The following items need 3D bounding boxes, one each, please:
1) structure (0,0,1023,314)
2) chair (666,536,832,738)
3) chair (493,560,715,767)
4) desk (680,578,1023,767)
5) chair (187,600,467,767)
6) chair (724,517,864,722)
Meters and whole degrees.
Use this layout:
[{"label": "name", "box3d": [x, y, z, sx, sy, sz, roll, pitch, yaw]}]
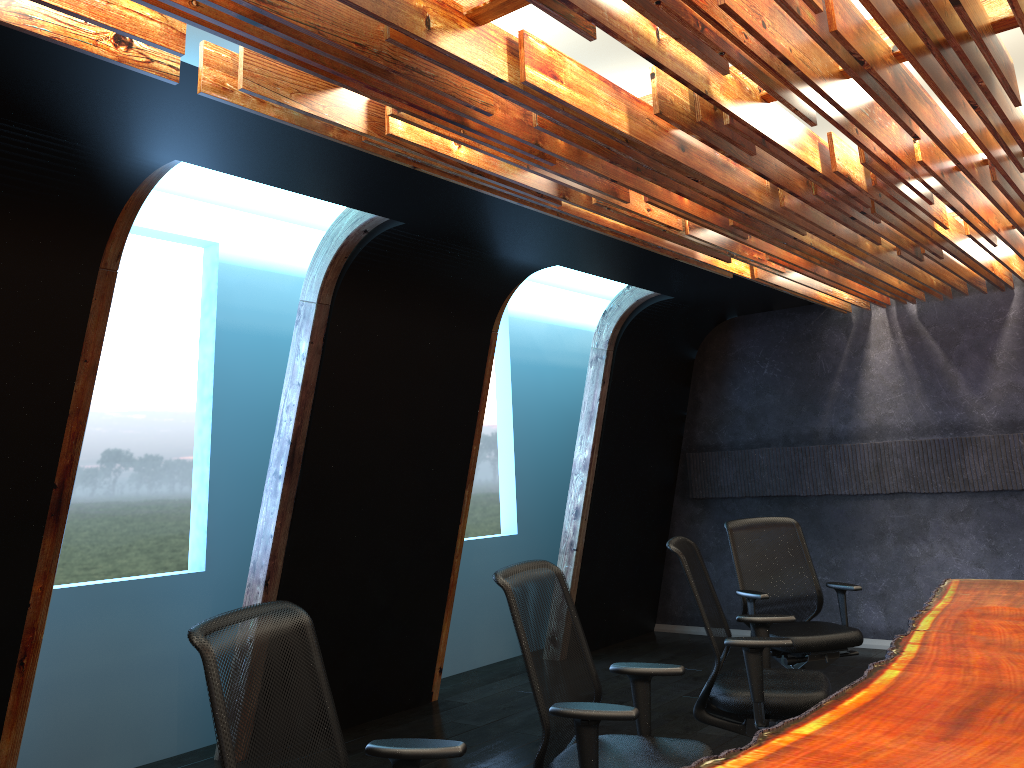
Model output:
[{"label": "structure", "box3d": [1.317, 0.076, 2.206, 4.466, 3.066, 11.364, -10, -10, 38]}, {"label": "chair", "box3d": [1.206, 1.358, 4.150, 0.792, 1.269, 0.796, -6, -13, 17]}, {"label": "chair", "box3d": [0.406, 1.277, 3.106, 0.791, 1.269, 0.798, -7, -13, 22]}, {"label": "desk", "box3d": [1.535, 1.353, 2.382, 2.008, 0.837, 6.597, -9, -9, 38]}, {"label": "chair", "box3d": [-0.349, 1.207, 2.180, 0.794, 1.269, 0.795, -5, -12, 12]}, {"label": "chair", "box3d": [1.804, 1.478, 5.457, 0.817, 1.270, 0.772, 1, -13, -17]}]
